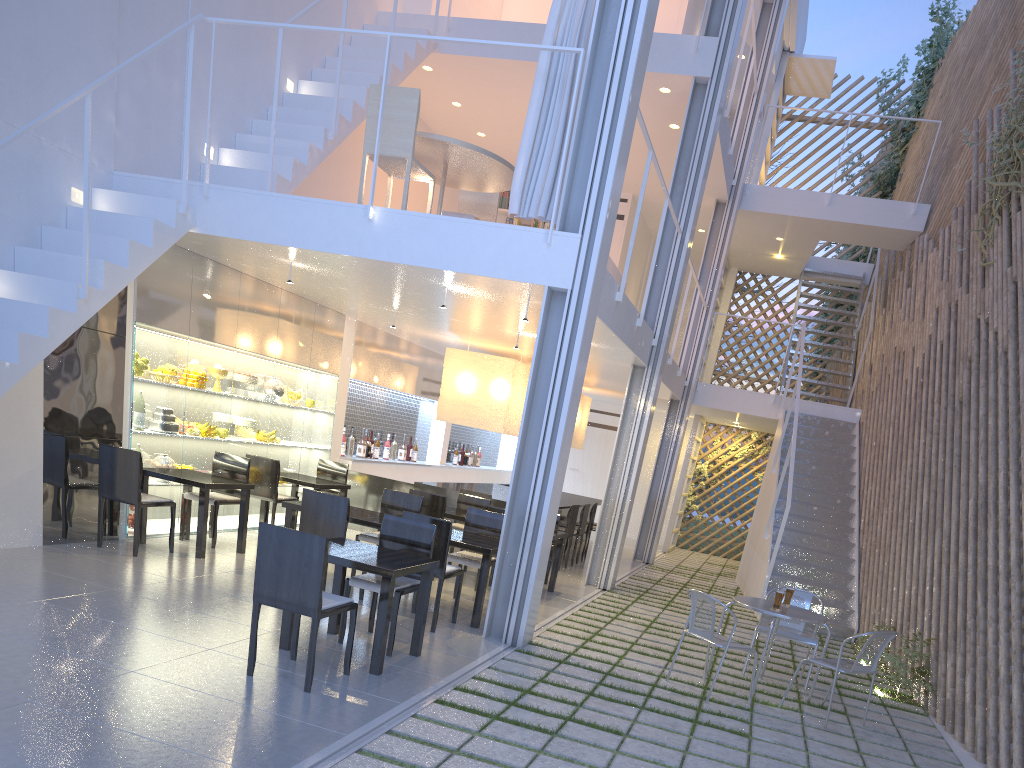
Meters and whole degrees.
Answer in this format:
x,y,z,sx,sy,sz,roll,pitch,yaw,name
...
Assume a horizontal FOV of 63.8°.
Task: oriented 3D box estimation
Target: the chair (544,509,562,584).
x,y,z,sx,sy,sz,roll,pitch,yaw,name
0.112,0.882,4.483,0.188,0.467,0.225,14,13,16,chair

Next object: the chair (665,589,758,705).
x,y,z,sx,sy,sz,roll,pitch,yaw,name
0.715,0.922,2.914,0.252,0.405,0.239,4,12,-29,chair

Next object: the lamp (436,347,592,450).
x,y,z,sx,sy,sz,roll,pitch,yaw,name
0.105,0.172,5.985,0.437,0.444,2.254,13,-2,18,lamp

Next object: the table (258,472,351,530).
x,y,z,sx,sy,sz,roll,pitch,yaw,name
-1.152,0.686,4.549,0.352,0.353,0.339,13,7,16,table

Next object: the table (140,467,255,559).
x,y,z,sx,sy,sz,roll,pitch,yaw,name
-1.422,0.575,3.683,0.352,0.353,0.339,13,7,16,table

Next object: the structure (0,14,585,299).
x,y,z,sx,sy,sz,roll,pitch,yaw,name
-0.781,-0.320,2.296,1.337,1.904,1.379,13,10,16,structure

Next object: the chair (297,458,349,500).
x,y,z,sx,sy,sz,roll,pitch,yaw,name
-1.116,0.660,4.788,0.188,0.467,0.225,14,13,16,chair

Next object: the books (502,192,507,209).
x,y,z,sx,sy,sz,roll,pitch,yaw,name
-0.044,-1.396,6.334,0.020,0.131,0.088,15,11,18,books

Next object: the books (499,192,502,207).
x,y,z,sx,sy,sz,roll,pitch,yaw,name
-0.083,-1.406,6.354,0.020,0.139,0.066,15,13,18,books

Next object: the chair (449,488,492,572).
x,y,z,sx,sy,sz,roll,pitch,yaw,name
-0.273,0.812,4.575,0.188,0.467,0.225,14,13,16,chair

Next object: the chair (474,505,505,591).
x,y,z,sx,sy,sz,roll,pitch,yaw,name
-0.024,0.826,4.049,0.188,0.467,0.225,14,13,16,chair

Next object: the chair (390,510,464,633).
x,y,z,sx,sy,sz,roll,pitch,yaw,name
-0.309,0.709,3.136,0.188,0.467,0.225,14,13,16,chair

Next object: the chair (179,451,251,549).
x,y,z,sx,sy,sz,roll,pitch,yaw,name
-1.401,0.544,3.875,0.188,0.467,0.225,14,13,16,chair

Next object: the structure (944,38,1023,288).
x,y,z,sx,sy,sz,roll,pitch,yaw,name
2.480,-1.660,3.221,0.736,2.891,2.230,13,9,10,structure

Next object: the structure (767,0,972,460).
x,y,z,sx,sy,sz,roll,pitch,yaw,name
3.303,-0.769,8.197,1.094,4.808,3.145,14,11,16,structure

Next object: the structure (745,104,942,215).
x,y,z,sx,sy,sz,roll,pitch,yaw,name
2.241,-1.535,5.625,1.118,0.607,0.025,11,16,13,structure

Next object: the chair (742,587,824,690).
x,y,z,sx,sy,sz,roll,pitch,yaw,name
1.132,1.036,3.402,0.257,0.405,0.235,13,12,15,chair

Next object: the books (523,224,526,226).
x,y,z,sx,sy,sz,roll,pitch,yaw,name
0.092,-1.176,6.366,0.039,0.108,0.060,14,12,17,books

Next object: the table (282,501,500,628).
x,y,z,sx,sy,sz,roll,pitch,yaw,name
-0.485,0.745,3.462,0.898,0.352,0.338,11,7,14,table

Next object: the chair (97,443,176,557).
x,y,z,sx,sy,sz,roll,pitch,yaw,name
-1.546,0.484,3.408,0.188,0.467,0.225,14,13,16,chair

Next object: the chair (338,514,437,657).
x,y,z,sx,sy,sz,roll,pitch,yaw,name
-0.412,0.661,2.716,0.188,0.467,0.225,14,13,16,chair

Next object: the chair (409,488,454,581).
x,y,z,sx,sy,sz,roll,pitch,yaw,name
-0.409,0.756,4.140,0.188,0.467,0.225,14,13,16,chair

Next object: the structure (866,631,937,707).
x,y,z,sx,sy,sz,roll,pitch,yaw,name
1.655,1.186,3.465,0.296,0.344,0.296,11,8,1,structure

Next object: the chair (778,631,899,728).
x,y,z,sx,sy,sz,roll,pitch,yaw,name
1.164,1.008,2.890,0.265,0.405,0.228,3,13,-33,chair

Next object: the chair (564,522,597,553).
x,y,z,sx,sy,sz,roll,pitch,yaw,name
0.561,1.085,6.216,0.236,0.467,0.178,13,14,12,chair

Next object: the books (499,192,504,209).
x,y,z,sx,sy,sz,roll,pitch,yaw,name
-0.069,-1.412,6.340,0.011,0.154,0.082,15,13,18,books

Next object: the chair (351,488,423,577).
x,y,z,sx,sy,sz,roll,pitch,yaw,name
-0.559,0.695,3.662,0.188,0.467,0.225,14,13,16,chair

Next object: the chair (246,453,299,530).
x,y,z,sx,sy,sz,roll,pitch,yaw,name
-1.261,0.601,4.321,0.188,0.467,0.225,14,13,16,chair

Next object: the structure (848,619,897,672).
x,y,z,sx,sy,sz,roll,pitch,yaw,name
1.819,1.294,4.080,0.257,0.277,0.256,14,8,23,structure

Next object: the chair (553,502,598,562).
x,y,z,sx,sy,sz,roll,pitch,yaw,name
0.445,1.042,5.907,0.237,0.467,0.177,12,14,10,chair

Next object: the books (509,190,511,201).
x,y,z,sx,sy,sz,roll,pitch,yaw,name
-0.004,-1.400,6.326,0.024,0.154,0.079,15,13,18,books

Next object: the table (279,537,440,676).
x,y,z,sx,sy,sz,roll,pitch,yaw,name
-0.480,0.687,2.579,0.352,0.353,0.339,13,7,16,table

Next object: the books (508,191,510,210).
x,y,z,sx,sy,sz,roll,pitch,yaw,name
-0.012,-1.401,6.328,0.024,0.154,0.079,15,13,18,books

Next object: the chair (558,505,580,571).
x,y,z,sx,sy,sz,roll,pitch,yaw,name
0.256,0.963,5.278,0.234,0.467,0.180,14,14,16,chair

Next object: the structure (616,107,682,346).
x,y,z,sx,sy,sz,roll,pitch,yaw,name
0.567,-0.594,3.538,0.027,0.581,1.660,15,0,19,structure

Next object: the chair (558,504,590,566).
x,y,z,sx,sy,sz,roll,pitch,yaw,name
0.357,1.004,5.591,0.236,0.467,0.178,13,14,13,chair

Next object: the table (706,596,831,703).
x,y,z,sx,sy,sz,roll,pitch,yaw,name
0.973,1.008,3.133,0.355,0.355,0.321,8,8,-22,table

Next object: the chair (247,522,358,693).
x,y,z,sx,sy,sz,roll,pitch,yaw,name
-0.558,0.602,2.250,0.188,0.467,0.225,14,13,16,chair

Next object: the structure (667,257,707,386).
x,y,z,sx,sy,sz,roll,pitch,yaw,name
1.102,-0.375,5.250,0.027,0.581,1.663,15,0,19,structure

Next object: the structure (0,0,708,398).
x,y,z,sx,sy,sz,roll,pitch,yaw,name
-0.633,-0.870,2.842,1.690,3.513,3.531,14,7,17,structure

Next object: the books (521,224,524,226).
x,y,z,sx,sy,sz,roll,pitch,yaw,name
0.072,-1.180,6.373,0.039,0.108,0.060,14,12,17,books

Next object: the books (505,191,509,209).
x,y,z,sx,sy,sz,roll,pitch,yaw,name
-0.029,-1.397,6.328,0.007,0.137,0.091,15,11,18,books

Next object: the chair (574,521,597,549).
x,y,z,sx,sy,sz,roll,pitch,yaw,name
0.662,1.126,6.529,0.234,0.467,0.180,14,14,17,chair

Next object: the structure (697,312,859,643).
x,y,z,sx,sy,sz,roll,pitch,yaw,name
1.727,0.481,5.404,1.171,2.081,1.867,12,8,10,structure

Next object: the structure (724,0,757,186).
x,y,z,sx,sy,sz,roll,pitch,yaw,name
1.343,-1.767,4.838,0.027,0.581,1.663,15,0,19,structure

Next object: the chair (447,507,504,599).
x,y,z,sx,sy,sz,roll,pitch,yaw,name
-0.173,0.765,3.570,0.188,0.467,0.225,14,13,16,chair

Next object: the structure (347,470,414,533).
x,y,z,sx,sy,sz,roll,pitch,yaw,name
-0.895,0.757,5.188,0.545,0.395,0.011,11,16,13,structure

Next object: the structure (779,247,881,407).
x,y,z,sx,sy,sz,roll,pitch,yaw,name
2.654,-0.696,6.796,0.529,2.004,1.187,13,11,12,structure

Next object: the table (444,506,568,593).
x,y,z,sx,sy,sz,roll,pitch,yaw,name
-0.215,0.855,4.328,0.898,0.352,0.338,11,7,14,table

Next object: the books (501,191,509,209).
x,y,z,sx,sy,sz,roll,pitch,yaw,name
-0.056,-1.414,6.338,0.011,0.163,0.078,15,13,18,books

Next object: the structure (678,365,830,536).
x,y,z,sx,sy,sz,roll,pitch,yaw,name
2.264,0.740,8.028,1.122,2.128,0.272,13,16,13,structure

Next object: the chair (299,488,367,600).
x,y,z,sx,sy,sz,roll,pitch,yaw,name
-0.694,0.640,3.227,0.188,0.467,0.225,14,13,16,chair
